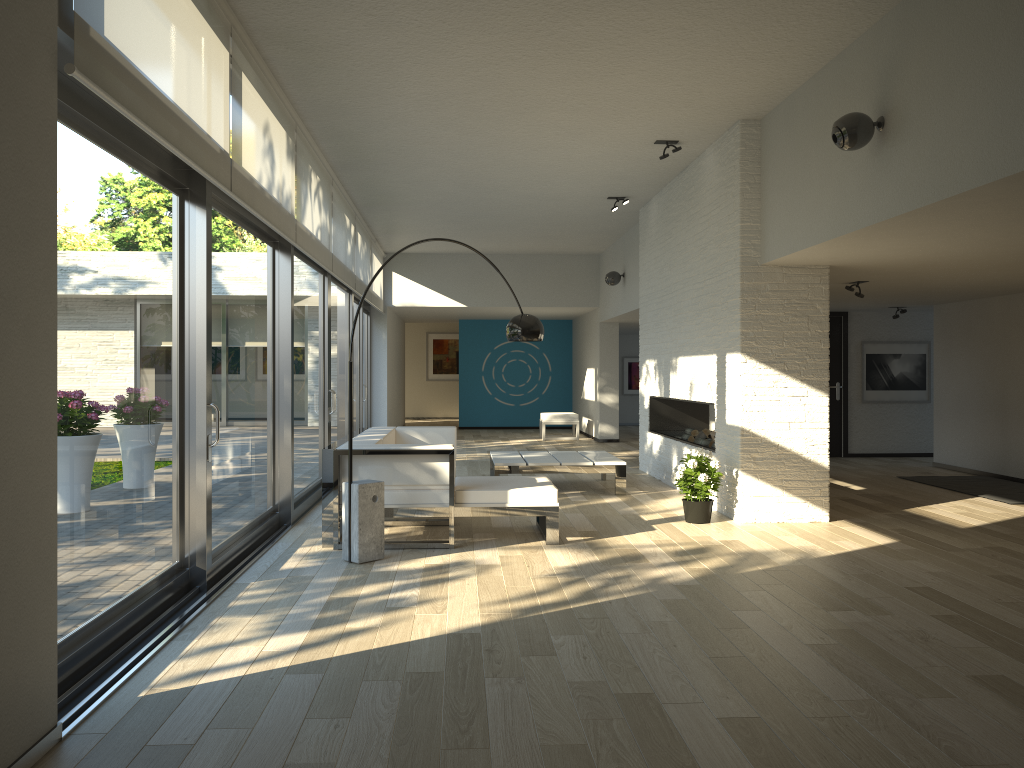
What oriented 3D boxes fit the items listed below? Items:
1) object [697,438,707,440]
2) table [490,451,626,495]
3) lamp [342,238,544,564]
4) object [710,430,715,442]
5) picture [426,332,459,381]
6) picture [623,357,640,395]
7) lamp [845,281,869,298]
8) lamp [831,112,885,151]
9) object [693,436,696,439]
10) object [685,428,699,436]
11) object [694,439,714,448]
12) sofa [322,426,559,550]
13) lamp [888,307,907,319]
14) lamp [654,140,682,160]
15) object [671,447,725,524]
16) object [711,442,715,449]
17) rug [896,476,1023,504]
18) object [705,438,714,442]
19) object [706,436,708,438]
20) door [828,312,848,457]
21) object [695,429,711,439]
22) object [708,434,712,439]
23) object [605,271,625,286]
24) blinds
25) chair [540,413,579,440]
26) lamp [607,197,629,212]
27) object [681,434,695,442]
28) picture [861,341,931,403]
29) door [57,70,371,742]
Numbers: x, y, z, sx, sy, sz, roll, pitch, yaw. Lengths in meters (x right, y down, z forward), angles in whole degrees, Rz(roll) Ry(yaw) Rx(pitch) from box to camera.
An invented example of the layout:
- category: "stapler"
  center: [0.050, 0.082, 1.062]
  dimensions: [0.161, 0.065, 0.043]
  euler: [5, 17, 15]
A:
- category: "object"
  center: [1.858, 0.569, 8.662]
  dimensions: [0.075, 0.074, 0.246]
  euler: [0, 1, -5]
- category: "table"
  center: [0.414, 0.871, 8.791]
  dimensions: [1.220, 0.305, 1.220]
  euler: [0, 1, -3]
- category: "lamp"
  center: [-0.369, 0.044, 5.928]
  dimensions: [0.282, 2.024, 1.753]
  euler: [0, 0, 39]
- category: "object"
  center: [1.956, 0.525, 8.488]
  dimensions: [0.064, 0.165, 0.225]
  euler: [0, 0, -4]
- category: "picture"
  center: [-1.396, -0.660, 21.520]
  dimensions: [1.378, 1.191, 0.017]
  euler: [0, 0, -3]
- category: "picture"
  center: [2.849, -0.171, 19.011]
  dimensions: [0.958, 0.828, 0.017]
  euler: [0, 0, -3]
- category: "lamp"
  center: [3.109, -0.847, 8.013]
  dimensions: [0.135, 0.153, 0.234]
  euler: [0, 1, -3]
- category: "lamp"
  center: [1.884, -1.360, 4.780]
  dimensions: [0.315, 0.203, 0.201]
  euler: [0, 0, -3]
- category: "object"
  center: [1.900, 0.562, 9.190]
  dimensions: [0.076, 0.076, 0.236]
  euler: [0, 1, -5]
- category: "object"
  center: [1.866, 0.498, 9.199]
  dimensions: [0.082, 0.073, 0.237]
  euler: [0, 1, -4]
- category: "object"
  center: [1.833, 0.572, 8.469]
  dimensions: [0.075, 0.074, 0.245]
  euler: [0, 1, -25]
- category: "sofa"
  center: [-0.528, 0.723, 6.913]
  dimensions: [1.545, 0.654, 2.404]
  euler: [0, 1, -3]
- category: "lamp"
  center: [4.829, -0.886, 11.076]
  dimensions: [0.234, 0.153, 0.135]
  euler: [0, 0, -3]
- category: "lamp"
  center: [1.303, -1.934, 7.373]
  dimensions: [0.234, 0.153, 0.135]
  euler: [0, 0, -3]
- category: "object"
  center: [1.420, 0.771, 6.760]
  dimensions: [0.405, 0.571, 0.430]
  euler: [0, 0, 18]
- category: "object"
  center: [1.892, 0.576, 8.094]
  dimensions: [0.075, 0.074, 0.246]
  euler: [0, 1, -5]
- category: "rug"
  center: [4.713, 1.015, 8.647]
  dimensions: [0.979, 0.011, 1.999]
  euler: [0, 1, -3]
- category: "object"
  center: [1.932, 0.569, 8.654]
  dimensions: [0.076, 0.076, 0.236]
  euler: [0, 1, -5]
- category: "object"
  center: [1.979, 0.562, 9.205]
  dimensions: [0.082, 0.073, 0.237]
  euler: [0, 1, -4]
- category: "door"
  center: [4.032, 0.006, 11.864]
  dimensions: [0.920, 1.947, 0.108]
  euler: [0, 0, -3]
- category: "object"
  center: [1.888, 0.520, 8.765]
  dimensions: [0.093, 0.170, 0.271]
  euler: [0, 1, -5]
- category: "object"
  center: [1.972, 0.527, 8.691]
  dimensions: [0.064, 0.060, 0.229]
  euler: [0, 1, -2]
- category: "object"
  center: [1.440, -1.456, 12.236]
  dimensions: [0.315, 0.203, 0.201]
  euler: [0, 0, -3]
- category: "blinds"
  center: [-1.714, -1.529, 8.446]
  dimensions: [0.056, 0.984, 11.530]
  euler: [0, 1, -3]
- category: "chair"
  center: [0.806, 0.722, 15.186]
  dimensions: [0.611, 0.442, 0.610]
  euler: [0, 0, -3]
- category: "lamp"
  center: [1.165, -1.964, 9.690]
  dimensions: [0.234, 0.153, 0.135]
  euler: [0, 0, -3]
- category: "object"
  center: [1.826, 0.562, 9.199]
  dimensions: [0.075, 0.074, 0.246]
  euler: [0, 1, -5]
- category: "picture"
  center: [5.161, -0.159, 11.907]
  dimensions: [0.958, 0.828, 0.017]
  euler: [0, 0, -3]
- category: "door"
  center: [-1.009, -0.014, 10.338]
  dimensions: [19.440, 2.373, 22.949]
  euler: [0, 1, -3]
